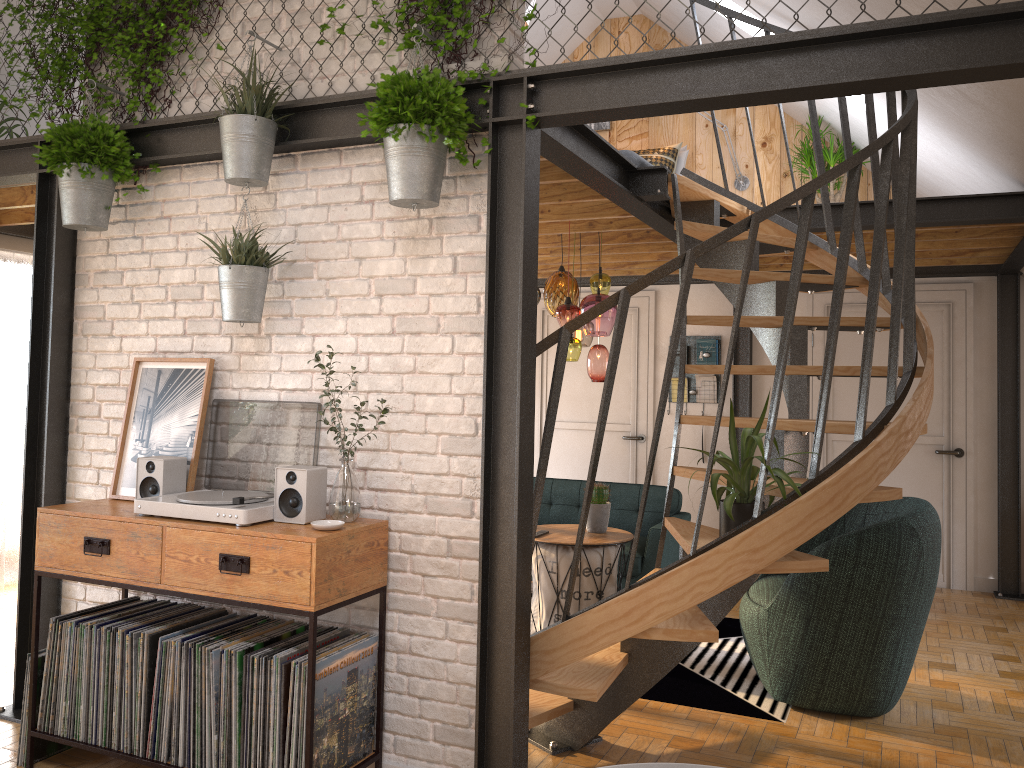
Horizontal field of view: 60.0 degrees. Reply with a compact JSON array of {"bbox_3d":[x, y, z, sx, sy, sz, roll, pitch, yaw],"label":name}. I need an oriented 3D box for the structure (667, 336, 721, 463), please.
[{"bbox_3d":[1.529,0.128,7.478,0.442,1.078,0.099,0,-3,24],"label":"structure"}]

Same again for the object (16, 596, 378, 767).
[{"bbox_3d":[-1.161,1.151,3.230,1.313,0.575,0.404,1,-2,24],"label":"object"}]

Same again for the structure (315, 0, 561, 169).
[{"bbox_3d":[-0.147,-1.681,3.184,1.305,1.874,0.457,1,-2,21],"label":"structure"}]

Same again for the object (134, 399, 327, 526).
[{"bbox_3d":[-1.037,0.269,3.254,0.787,0.415,0.414,1,-1,24],"label":"object"}]

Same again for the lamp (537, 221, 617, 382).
[{"bbox_3d":[0.335,-0.522,5.353,0.617,1.015,0.490,2,-2,-26],"label":"lamp"}]

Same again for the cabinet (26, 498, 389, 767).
[{"bbox_3d":[-1.123,0.957,3.209,1.265,0.965,0.455,1,-2,24],"label":"cabinet"}]

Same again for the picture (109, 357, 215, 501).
[{"bbox_3d":[-1.407,0.181,3.556,0.411,0.577,0.126,0,-2,24],"label":"picture"}]

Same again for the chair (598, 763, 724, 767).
[{"bbox_3d":[0.244,1.031,1.166,0.404,0.868,0.429,1,-2,5],"label":"chair"}]

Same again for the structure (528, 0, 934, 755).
[{"bbox_3d":[0.949,-0.400,3.904,1.627,3.825,2.245,0,-3,39],"label":"structure"}]

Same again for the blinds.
[{"bbox_3d":[-3.250,0.206,5.742,0.124,2.286,0.666,0,-3,25],"label":"blinds"}]

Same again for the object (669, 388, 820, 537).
[{"bbox_3d":[0.822,0.299,3.233,0.528,0.592,0.457,1,-2,11],"label":"object"}]

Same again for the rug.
[{"bbox_3d":[-0.051,1.467,5.377,3.501,0.010,1.698,1,0,24],"label":"rug"}]

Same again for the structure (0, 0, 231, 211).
[{"bbox_3d":[-1.698,-1.552,3.848,2.127,1.682,0.430,1,-2,24],"label":"structure"}]

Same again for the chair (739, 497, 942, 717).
[{"bbox_3d":[1.561,1.020,4.260,0.901,0.966,0.896,1,-1,9],"label":"chair"}]

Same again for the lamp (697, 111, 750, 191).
[{"bbox_3d":[1.561,-2.027,7.336,0.850,0.815,0.194,2,-2,-19],"label":"lamp"}]

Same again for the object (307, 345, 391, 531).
[{"bbox_3d":[-0.624,0.175,3.100,0.295,0.622,0.290,0,-3,39],"label":"object"}]

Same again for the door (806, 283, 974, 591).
[{"bbox_3d":[2.901,0.377,6.862,1.200,2.304,0.088,0,-3,24],"label":"door"}]

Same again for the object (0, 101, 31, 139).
[{"bbox_3d":[-2.830,-1.397,4.748,0.528,0.592,0.457,1,-2,6],"label":"object"}]

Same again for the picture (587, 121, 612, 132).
[{"bbox_3d":[0.696,-2.540,7.978,0.421,0.555,0.017,1,-3,24],"label":"picture"}]

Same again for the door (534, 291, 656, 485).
[{"bbox_3d":[0.660,0.331,7.860,1.200,2.304,0.088,0,-3,24],"label":"door"}]

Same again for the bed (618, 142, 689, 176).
[{"bbox_3d":[0.382,-1.548,6.832,2.122,1.023,2.286,1,-1,24],"label":"bed"}]

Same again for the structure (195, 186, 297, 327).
[{"bbox_3d":[-1.013,-0.479,3.347,0.360,0.535,0.384,0,-2,34],"label":"structure"}]

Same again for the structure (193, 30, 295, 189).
[{"bbox_3d":[-1.017,-1.038,3.365,0.384,0.608,0.348,2,-2,-13],"label":"structure"}]

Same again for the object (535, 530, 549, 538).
[{"bbox_3d":[0.153,0.854,5.050,0.051,0.013,0.207,1,0,24],"label":"object"}]

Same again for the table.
[{"bbox_3d":[0.362,1.130,5.125,0.680,0.687,0.681,2,-1,-27],"label":"table"}]

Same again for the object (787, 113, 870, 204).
[{"bbox_3d":[2.367,-1.508,6.710,0.789,1.050,0.733,2,-2,-27],"label":"object"}]

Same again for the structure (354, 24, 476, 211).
[{"bbox_3d":[-0.332,-0.917,3.039,0.423,0.653,0.437,3,-2,-36],"label":"structure"}]

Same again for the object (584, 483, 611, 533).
[{"bbox_3d":[0.500,0.721,5.206,0.190,0.296,0.172,1,-2,-2],"label":"object"}]

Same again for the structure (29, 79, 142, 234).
[{"bbox_3d":[-1.766,-0.947,3.677,0.423,0.653,0.437,3,-2,-36],"label":"structure"}]

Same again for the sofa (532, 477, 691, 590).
[{"bbox_3d":[0.204,1.079,6.257,1.973,0.784,0.823,1,-1,24],"label":"sofa"}]
